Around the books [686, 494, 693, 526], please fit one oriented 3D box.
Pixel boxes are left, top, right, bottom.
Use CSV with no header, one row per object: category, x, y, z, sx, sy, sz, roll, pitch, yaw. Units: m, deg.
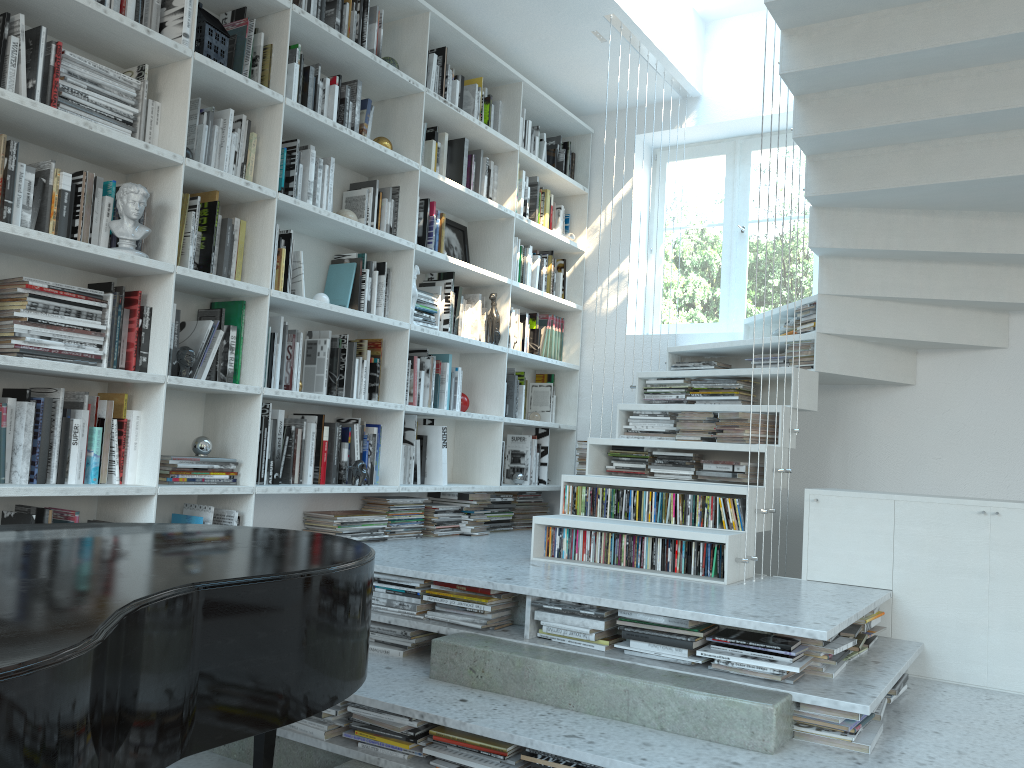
books,0.742,0.515,3.636,0.008,0.125,0.125,1,-5,32

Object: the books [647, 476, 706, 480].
books,0.760,0.435,4.083,0.223,0.004,0.191,1,-5,28

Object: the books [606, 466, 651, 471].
books,0.577,0.401,4.210,0.225,0.012,0.159,0,-6,40

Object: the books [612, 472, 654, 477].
books,0.591,0.432,4.233,0.188,0.014,0.130,0,-5,32

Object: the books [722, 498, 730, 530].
books,0.878,0.518,3.552,0.036,0.123,0.125,1,-5,32

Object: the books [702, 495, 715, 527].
books,0.801,0.516,3.599,0.010,0.125,0.125,1,-5,32

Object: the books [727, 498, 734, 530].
books,0.891,0.518,3.543,0.034,0.123,0.125,1,-5,32

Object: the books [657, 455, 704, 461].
books,0.782,0.343,4.115,0.178,0.017,0.133,0,-6,36

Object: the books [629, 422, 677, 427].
books,0.716,0.205,4.395,0.230,0.019,0.143,1,-5,31

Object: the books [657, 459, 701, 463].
books,0.784,0.357,4.119,0.185,0.008,0.129,1,-5,30

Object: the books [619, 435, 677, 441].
books,0.699,0.270,4.370,0.287,0.018,0.190,1,-5,31

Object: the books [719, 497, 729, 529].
books,0.864,0.518,3.560,0.034,0.123,0.125,1,-5,32

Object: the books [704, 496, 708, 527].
books,0.807,0.516,3.595,0.010,0.125,0.125,1,-5,32

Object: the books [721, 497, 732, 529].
books,0.871,0.518,3.556,0.035,0.123,0.125,1,-5,32

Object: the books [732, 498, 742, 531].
books,0.911,0.518,3.531,0.035,0.123,0.125,1,-5,32

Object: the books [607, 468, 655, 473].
books,0.578,0.412,4.212,0.216,0.009,0.158,1,-5,25

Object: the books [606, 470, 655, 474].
books,0.573,0.419,4.205,0.195,0.007,0.189,1,-5,29

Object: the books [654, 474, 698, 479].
books,0.773,0.428,4.103,0.199,0.013,0.138,0,-6,38

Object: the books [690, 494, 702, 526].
books,0.755,0.516,3.627,0.010,0.125,0.125,1,-5,32

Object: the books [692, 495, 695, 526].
books,0.763,0.516,3.622,0.009,0.125,0.125,1,-5,32

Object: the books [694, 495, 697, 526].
books,0.770,0.516,3.618,0.007,0.125,0.125,1,-5,32

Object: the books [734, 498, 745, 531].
books,0.917,0.518,3.527,0.034,0.123,0.125,1,-5,32

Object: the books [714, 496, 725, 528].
books,0.840,0.516,3.575,0.008,0.125,0.125,1,-5,32

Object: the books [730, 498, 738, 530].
books,0.904,0.518,3.535,0.036,0.123,0.125,1,-5,32

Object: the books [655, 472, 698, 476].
books,0.774,0.418,4.104,0.188,0.008,0.147,0,-6,36

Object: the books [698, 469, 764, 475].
books,0.964,0.386,3.881,0.161,0.007,0.254,7,-6,-38

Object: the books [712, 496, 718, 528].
books,0.834,0.516,3.579,0.007,0.125,0.125,1,-5,32

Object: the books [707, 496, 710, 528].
books,0.815,0.516,3.591,0.008,0.125,0.125,1,-5,32

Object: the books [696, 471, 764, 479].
books,0.951,0.397,3.871,0.172,0.019,0.240,6,-5,-33

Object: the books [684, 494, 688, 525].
books,0.735,0.515,3.640,0.007,0.125,0.125,1,-5,32

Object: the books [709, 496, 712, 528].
books,0.821,0.516,3.587,0.008,0.125,0.125,1,-5,32

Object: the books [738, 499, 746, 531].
books,0.931,0.518,3.519,0.034,0.123,0.125,1,-5,32

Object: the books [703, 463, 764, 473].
books,0.972,0.369,3.887,0.141,0.028,0.222,7,-6,-39

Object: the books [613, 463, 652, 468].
books,0.585,0.389,4.223,0.166,0.015,0.145,1,-5,26

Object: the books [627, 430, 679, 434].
books,0.712,0.242,4.391,0.254,0.010,0.138,1,-5,29

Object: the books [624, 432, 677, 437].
books,0.713,0.256,4.392,0.288,0.017,0.136,1,-5,30

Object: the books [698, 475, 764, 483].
books,0.967,0.417,3.882,0.136,0.017,0.288,6,-6,-35

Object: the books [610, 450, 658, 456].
books,0.586,0.328,4.223,0.195,0.012,0.161,1,-5,29

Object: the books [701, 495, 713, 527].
books,0.795,0.516,3.603,0.008,0.125,0.125,1,-5,32

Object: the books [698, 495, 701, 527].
books,0.783,0.516,3.610,0.008,0.125,0.125,1,-5,32

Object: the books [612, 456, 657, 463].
books,0.587,0.361,4.225,0.181,0.022,0.140,1,-5,25

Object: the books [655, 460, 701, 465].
books,0.767,0.364,4.092,0.155,0.012,0.189,0,-5,35

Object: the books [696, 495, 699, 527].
books,0.777,0.516,3.614,0.007,0.125,0.125,1,-5,32

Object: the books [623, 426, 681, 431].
books,0.714,0.221,4.393,0.297,0.012,0.145,1,-5,31

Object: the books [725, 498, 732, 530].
books,0.885,0.518,3.547,0.034,0.123,0.125,1,-5,32

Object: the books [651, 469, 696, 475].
books,0.765,0.404,4.090,0.207,0.016,0.175,1,-5,26

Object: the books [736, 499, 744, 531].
books,0.924,0.519,3.523,0.036,0.123,0.125,1,-5,32

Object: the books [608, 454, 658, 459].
books,0.584,0.345,4.220,0.208,0.009,0.160,1,-5,28

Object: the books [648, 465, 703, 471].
books,0.766,0.390,4.091,0.225,0.013,0.184,1,-5,29

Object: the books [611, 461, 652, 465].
books,0.590,0.377,4.230,0.198,0.010,0.132,0,-6,36

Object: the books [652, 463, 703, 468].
books,0.773,0.378,4.102,0.219,0.013,0.150,0,-6,37

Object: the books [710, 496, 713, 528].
books,0.828,0.516,3.583,0.008,0.125,0.125,1,-5,32

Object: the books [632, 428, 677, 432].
books,0.708,0.231,4.384,0.179,0.010,0.160,0,-5,35

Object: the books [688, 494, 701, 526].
books,0.748,0.515,3.632,0.008,0.125,0.125,1,-5,32

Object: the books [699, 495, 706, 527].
books,0.789,0.516,3.607,0.008,0.125,0.125,1,-5,32

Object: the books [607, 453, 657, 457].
books,0.575,0.335,4.205,0.188,0.006,0.198,1,-5,28

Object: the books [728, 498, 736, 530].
books,0.898,0.518,3.539,0.035,0.123,0.125,1,-5,32

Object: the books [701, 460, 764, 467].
books,0.964,0.347,3.881,0.169,0.014,0.212,7,-6,-38

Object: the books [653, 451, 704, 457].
books,0.770,0.325,4.095,0.194,0.014,0.177,1,-5,26
